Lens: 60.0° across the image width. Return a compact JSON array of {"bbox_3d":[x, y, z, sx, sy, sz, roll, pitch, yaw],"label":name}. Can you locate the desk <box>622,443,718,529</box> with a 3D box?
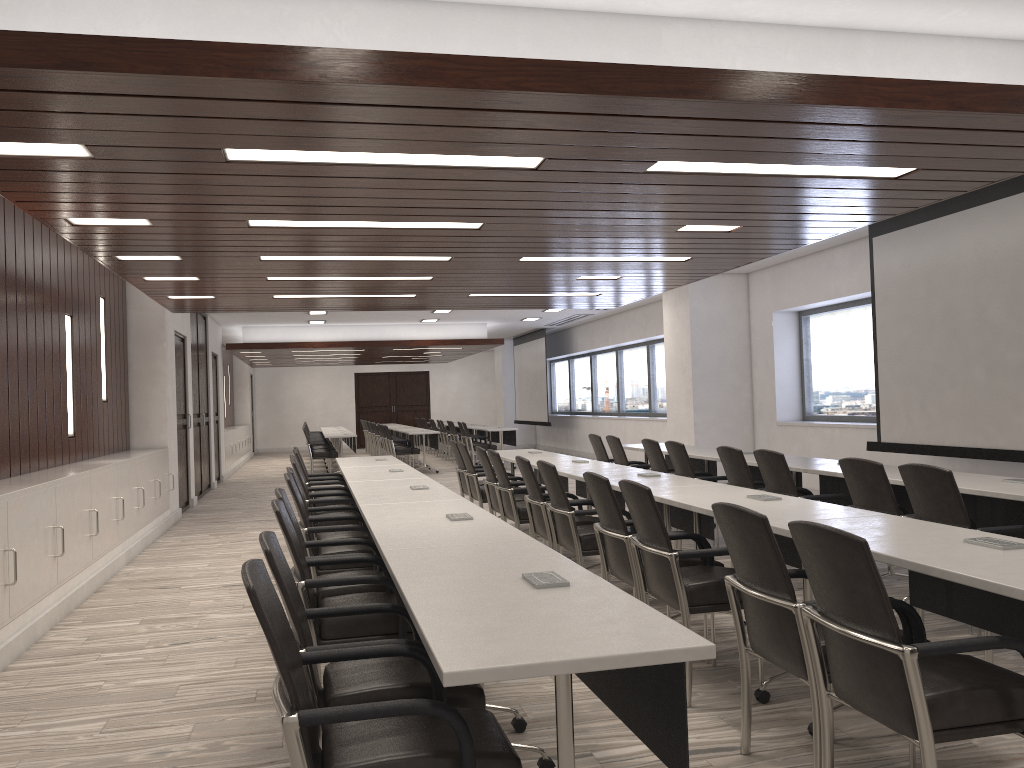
[{"bbox_3d":[1.584,1.031,9.123,0.577,0.795,1.509,-2,-1,-13],"label":"desk"}]

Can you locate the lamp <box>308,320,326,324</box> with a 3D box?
[{"bbox_3d":[-3.682,-1.220,16.744,0.324,0.120,0.519,-2,-1,-13],"label":"lamp"}]

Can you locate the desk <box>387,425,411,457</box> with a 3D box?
[{"bbox_3d":[-2.786,1.421,21.597,0.577,0.795,1.509,-2,-1,-13],"label":"desk"}]

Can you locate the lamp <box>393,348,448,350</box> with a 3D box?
[{"bbox_3d":[-1.769,-0.770,18.716,1.496,0.045,0.236,-2,-1,-13],"label":"lamp"}]

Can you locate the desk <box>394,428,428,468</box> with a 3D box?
[{"bbox_3d":[-2.113,1.341,18.637,0.577,0.795,1.509,-2,-1,-13],"label":"desk"}]

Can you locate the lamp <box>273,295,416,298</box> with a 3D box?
[{"bbox_3d":[-1.753,-0.951,9.351,1.496,0.045,0.236,-2,-1,-13],"label":"lamp"}]

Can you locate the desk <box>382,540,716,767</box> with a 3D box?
[{"bbox_3d":[-0.007,0.959,2.521,0.577,0.795,1.509,-2,-1,-13],"label":"desk"}]

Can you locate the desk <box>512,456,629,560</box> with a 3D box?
[{"bbox_3d":[0.462,1.035,7.306,0.577,0.795,1.509,-2,-1,-13],"label":"desk"}]

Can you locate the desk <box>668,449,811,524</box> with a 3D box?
[{"bbox_3d":[1.921,0.991,7.638,0.577,0.795,1.509,-2,-1,-13],"label":"desk"}]

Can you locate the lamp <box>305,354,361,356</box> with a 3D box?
[{"bbox_3d":[-4.119,-0.670,19.759,1.496,0.045,0.236,-2,-1,-13],"label":"lamp"}]

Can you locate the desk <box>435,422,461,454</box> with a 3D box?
[{"bbox_3d":[-1.665,1.417,23.417,0.577,0.795,1.509,-2,-1,-13],"label":"desk"}]

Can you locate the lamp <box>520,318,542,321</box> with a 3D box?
[{"bbox_3d":[0.382,-1.341,17.671,0.324,0.120,0.519,-2,-1,-13],"label":"lamp"}]

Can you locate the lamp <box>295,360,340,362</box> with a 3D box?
[{"bbox_3d":[-4.655,-0.606,22.118,1.496,0.045,0.236,-2,-1,-13],"label":"lamp"}]

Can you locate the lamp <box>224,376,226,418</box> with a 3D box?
[{"bbox_3d":[-7.110,0.311,21.791,0.094,1.058,0.236,-2,-1,-13],"label":"lamp"}]

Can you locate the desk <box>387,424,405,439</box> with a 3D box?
[{"bbox_3d":[-3.124,1.461,23.084,0.577,0.795,1.509,-2,-1,-13],"label":"desk"}]

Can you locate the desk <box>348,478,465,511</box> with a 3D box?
[{"bbox_3d":[-0.680,1.039,5.481,0.577,0.795,1.509,-2,-1,-13],"label":"desk"}]

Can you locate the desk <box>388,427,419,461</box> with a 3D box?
[{"bbox_3d":[-2.449,1.381,20.113,0.577,0.795,1.509,-2,-1,-13],"label":"desk"}]

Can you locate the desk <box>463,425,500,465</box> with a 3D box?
[{"bbox_3d":[-0.654,1.297,18.970,0.577,0.795,1.509,-2,-1,-13],"label":"desk"}]

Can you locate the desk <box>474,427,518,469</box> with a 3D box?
[{"bbox_3d":[-0.317,1.257,17.486,0.577,0.795,1.509,-2,-1,-13],"label":"desk"}]

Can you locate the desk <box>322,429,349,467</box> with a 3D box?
[{"bbox_3d":[-3.929,1.425,19.775,0.577,0.795,1.509,-2,-1,-13],"label":"desk"}]

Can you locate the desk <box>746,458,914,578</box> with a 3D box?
[{"bbox_3d":[2.259,0.951,6.151,0.577,0.795,1.509,-2,-1,-13],"label":"desk"}]

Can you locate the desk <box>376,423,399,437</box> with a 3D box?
[{"bbox_3d":[-3.462,1.501,24.569,0.577,0.795,1.509,-2,-1,-13],"label":"desk"}]

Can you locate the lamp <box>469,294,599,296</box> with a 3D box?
[{"bbox_3d":[0.255,-1.011,9.809,1.496,0.045,0.236,-2,-1,-13],"label":"lamp"}]

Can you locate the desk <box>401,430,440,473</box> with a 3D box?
[{"bbox_3d":[-1.776,1.301,17.153,0.577,0.795,1.509,-2,-1,-13],"label":"desk"}]

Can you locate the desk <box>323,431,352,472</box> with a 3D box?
[{"bbox_3d":[-3.594,1.385,18.300,0.577,0.795,1.509,-2,-1,-13],"label":"desk"}]

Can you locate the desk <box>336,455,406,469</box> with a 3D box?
[{"bbox_3d":[-1.356,1.119,8.452,0.577,0.795,1.509,-2,-1,-13],"label":"desk"}]

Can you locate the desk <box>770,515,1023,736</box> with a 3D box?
[{"bbox_3d":[1.473,0.915,2.859,0.577,0.795,1.509,-2,-1,-13],"label":"desk"}]

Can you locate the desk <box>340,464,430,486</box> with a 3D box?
[{"bbox_3d":[-1.018,1.079,6.968,0.577,0.795,1.509,-2,-1,-13],"label":"desk"}]

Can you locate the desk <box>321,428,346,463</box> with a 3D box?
[{"bbox_3d":[-4.267,1.465,21.260,0.577,0.795,1.509,-2,-1,-13],"label":"desk"}]

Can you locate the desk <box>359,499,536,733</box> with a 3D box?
[{"bbox_3d":[-0.343,0.999,3.997,0.577,0.795,1.509,-2,-1,-13],"label":"desk"}]

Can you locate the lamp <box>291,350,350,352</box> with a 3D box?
[{"bbox_3d":[-3.778,-0.710,18.258,1.496,0.045,0.236,-2,-1,-13],"label":"lamp"}]

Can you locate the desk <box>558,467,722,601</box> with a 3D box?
[{"bbox_3d":[0.800,0.995,5.819,0.577,0.795,1.509,-2,-1,-13],"label":"desk"}]

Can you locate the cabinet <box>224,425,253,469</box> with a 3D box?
[{"bbox_3d":[-6.518,1.379,20.661,0.476,0.698,7.540,-2,-1,-13],"label":"cabinet"}]

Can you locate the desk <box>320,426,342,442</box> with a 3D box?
[{"bbox_3d":[-4.942,1.545,24.231,0.577,0.795,1.509,-2,-1,-13],"label":"desk"}]

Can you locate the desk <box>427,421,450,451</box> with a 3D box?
[{"bbox_3d":[-2.003,1.457,24.901,0.577,0.795,1.509,-2,-1,-13],"label":"desk"}]

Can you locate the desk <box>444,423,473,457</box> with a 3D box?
[{"bbox_3d":[-1.327,1.377,21.930,0.577,0.795,1.509,-2,-1,-13],"label":"desk"}]

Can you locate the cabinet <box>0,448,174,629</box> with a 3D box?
[{"bbox_3d":[-3.320,0.999,6.591,0.476,0.698,7.540,-2,-1,-13],"label":"cabinet"}]

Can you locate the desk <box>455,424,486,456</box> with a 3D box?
[{"bbox_3d":[-0.990,1.337,20.446,0.577,0.795,1.509,-2,-1,-13],"label":"desk"}]

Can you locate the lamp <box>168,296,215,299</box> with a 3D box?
[{"bbox_3d":[-3.260,-0.906,9.008,0.464,0.045,0.236,-2,-1,-13],"label":"lamp"}]

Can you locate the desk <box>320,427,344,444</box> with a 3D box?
[{"bbox_3d":[-4.605,1.505,22.747,0.577,0.795,1.509,-2,-1,-13],"label":"desk"}]

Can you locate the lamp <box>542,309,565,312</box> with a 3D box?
[{"bbox_3d":[0.761,-1.386,16.003,0.324,0.120,0.519,-2,-1,-13],"label":"lamp"}]

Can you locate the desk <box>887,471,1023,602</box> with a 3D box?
[{"bbox_3d":[2.597,0.911,4.667,0.577,0.795,1.509,-2,-1,-13],"label":"desk"}]

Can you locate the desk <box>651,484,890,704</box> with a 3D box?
[{"bbox_3d":[1.138,0.955,4.334,0.577,0.795,1.509,-2,-1,-13],"label":"desk"}]

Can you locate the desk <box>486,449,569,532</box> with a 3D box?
[{"bbox_3d":[0.125,1.075,8.790,0.577,0.795,1.509,-2,-1,-13],"label":"desk"}]

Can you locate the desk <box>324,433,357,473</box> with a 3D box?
[{"bbox_3d":[-3.257,1.345,16.815,0.577,0.795,1.509,-2,-1,-13],"label":"desk"}]
